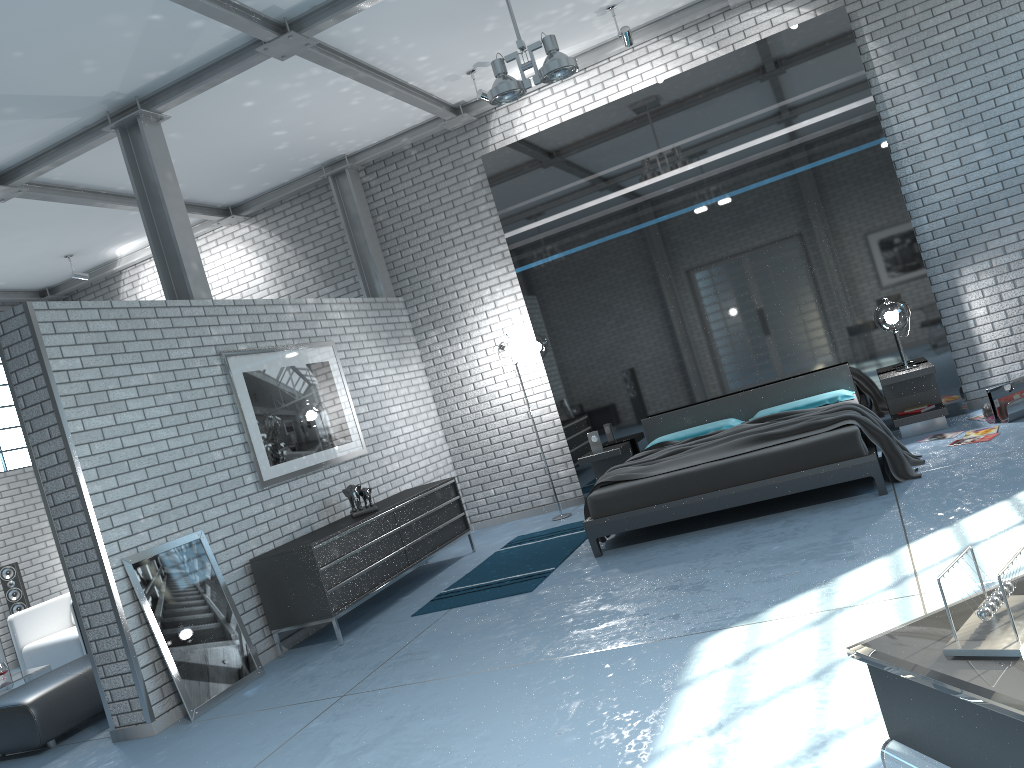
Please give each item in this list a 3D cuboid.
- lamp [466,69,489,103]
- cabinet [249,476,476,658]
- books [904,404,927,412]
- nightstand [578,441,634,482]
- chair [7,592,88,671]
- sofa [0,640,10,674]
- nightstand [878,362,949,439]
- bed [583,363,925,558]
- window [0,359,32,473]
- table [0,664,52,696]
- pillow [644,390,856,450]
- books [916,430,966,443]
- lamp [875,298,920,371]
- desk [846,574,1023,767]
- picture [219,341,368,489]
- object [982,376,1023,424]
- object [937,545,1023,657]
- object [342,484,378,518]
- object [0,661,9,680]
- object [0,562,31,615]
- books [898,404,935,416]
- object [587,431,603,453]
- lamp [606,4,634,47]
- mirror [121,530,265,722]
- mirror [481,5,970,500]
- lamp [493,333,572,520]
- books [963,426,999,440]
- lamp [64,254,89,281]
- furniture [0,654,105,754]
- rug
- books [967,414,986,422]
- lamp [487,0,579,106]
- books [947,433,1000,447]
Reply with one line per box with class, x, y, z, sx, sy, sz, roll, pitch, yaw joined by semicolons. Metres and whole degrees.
lamp;-0.270;-2.566;7.670;0.166;0.311;0.137;-16;-1;-44
cabinet;-1.026;1.315;6.832;0.510;0.682;2.250;-17;-1;21
books;3.233;0.194;7.100;0.168;0.011;0.118;-17;-1;26
nightstand;0.906;0.839;8.047;0.400;0.501;0.400;-17;-1;21
chair;-3.724;2.102;7.809;0.767;0.661;0.919;-17;-1;19
sofa;-5.157;2.524;6.742;0.919;0.661;2.238;-17;-1;21
nightstand;3.224;0.131;7.105;0.400;0.501;0.400;-17;-1;21
bed;1.777;0.484;6.681;2.290;0.674;2.261;-17;-1;21
window;-6.029;0.332;9.361;0.100;1.500;2.200;-17;-1;21
table;-3.943;2.389;6.323;0.900;0.300;0.900;-17;-1;21
pillow;1.955;0.319;7.463;1.810;0.115;0.567;-17;-1;21
books;3.198;0.393;6.611;0.214;0.005;0.300;-16;-1;-36
lamp;3.113;-0.415;7.168;0.259;0.596;0.250;-17;-1;30
desk;1.306;0.539;1.230;1.358;0.718;0.593;-17;-1;-14
picture;-1.657;0.186;6.952;0.020;1.015;1.490;-17;-1;21
object;3.664;0.117;6.510;0.352;0.271;0.236;-17;-1;-15
object;0.686;0.298;1.263;0.200;0.102;0.100;-16;-1;-44
object;-1.174;0.879;6.827;0.221;0.237;0.369;-17;-1;-14
object;-3.771;2.121;6.555;0.089;0.120;0.089;-17;-1;-13
object;-4.949;2.329;8.955;0.159;1.045;0.254;-17;-1;-24
books;3.238;0.209;7.100;0.176;0.021;0.223;-17;-1;-27
object;0.758;0.526;8.097;0.100;0.184;0.032;-17;-1;-11
lamp;0.880;-2.906;7.217;0.137;0.332;0.167;-17;-1;11
mirror;-1.878;1.403;5.291;0.165;0.978;0.674;-17;-1;21
mirror;1.728;-0.977;7.900;3.400;3.500;0.050;-17;-1;21
lamp;0.205;0.381;8.211;0.250;1.773;0.259;-17;-1;-24
books;3.336;0.346;6.304;0.219;0.011;0.297;-17;-1;33
lamp;-4.638;-1.231;9.446;0.166;0.311;0.137;-16;-1;-44
furniture;-2.850;2.002;5.880;0.685;0.301;1.291;-17;-1;21
rug;0.087;1.332;6.727;0.886;0.012;2.060;-17;-1;21
books;3.679;0.250;6.849;0.214;0.005;0.318;-17;-1;4
lamp;0.018;-2.377;5.849;0.639;0.872;0.300;-17;-1;21
books;3.205;0.386;6.153;0.214;0.005;0.300;-16;-1;-38
